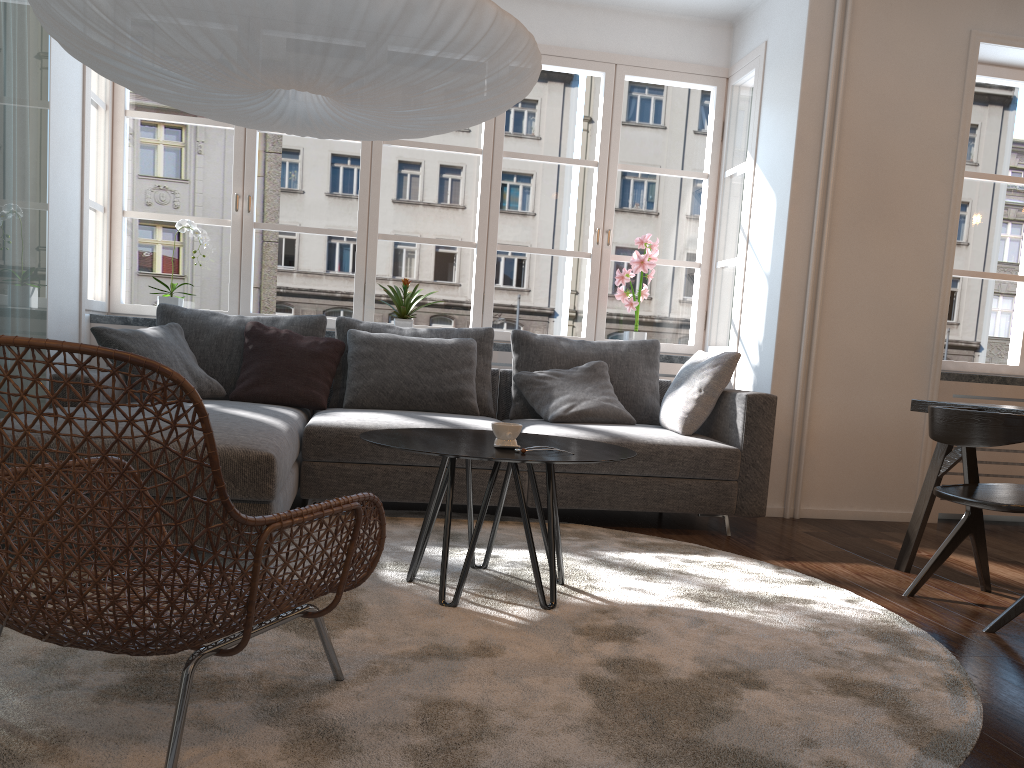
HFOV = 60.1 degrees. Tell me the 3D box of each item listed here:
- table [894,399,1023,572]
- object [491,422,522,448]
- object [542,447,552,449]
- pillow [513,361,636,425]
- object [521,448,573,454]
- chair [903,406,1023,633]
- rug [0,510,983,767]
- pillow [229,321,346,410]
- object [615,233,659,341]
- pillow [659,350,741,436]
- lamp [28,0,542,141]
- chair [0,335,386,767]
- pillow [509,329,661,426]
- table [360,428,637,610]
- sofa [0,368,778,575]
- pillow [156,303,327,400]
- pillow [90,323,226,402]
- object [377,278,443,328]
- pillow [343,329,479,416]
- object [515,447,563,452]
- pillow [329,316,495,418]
[{"bbox_3d":[2.302,0.486,2.413,1.107,0.683,2.485,3,2,-10],"label":"table"},{"bbox_3d":[-0.018,0.152,2.578,0.091,0.069,0.138,4,3,2],"label":"object"},{"bbox_3d":[0.077,0.188,2.592,0.124,0.010,0.026,2,3,-43],"label":"object"},{"bbox_3d":[0.315,0.035,4.449,0.492,0.323,0.441,2,4,-28],"label":"pillow"},{"bbox_3d":[0.103,0.190,2.501,0.168,0.015,0.014,3,4,-23],"label":"object"},{"bbox_3d":[1.634,0.429,2.908,0.520,0.676,0.589,3,4,-11],"label":"chair"},{"bbox_3d":[-0.185,0.644,2.663,2.839,0.012,2.820,3,2,-30],"label":"rug"},{"bbox_3d":[-1.082,-0.091,4.286,0.521,0.406,0.309,3,4,-8],"label":"pillow"},{"bbox_3d":[0.726,-0.528,5.174,0.201,0.695,0.295,0,6,-31],"label":"object"},{"bbox_3d":[0.873,0.036,4.321,0.286,0.417,0.491,3,4,-11],"label":"pillow"},{"bbox_3d":[-0.647,-0.943,2.698,1.466,0.211,1.466,5,2,27],"label":"lamp"},{"bbox_3d":[-0.697,0.276,1.707,0.716,0.714,0.683,6,4,23],"label":"chair"},{"bbox_3d":[0.398,-0.026,4.700,0.837,0.480,0.273,3,5,-9],"label":"pillow"},{"bbox_3d":[-0.057,0.417,2.756,0.847,0.476,0.842,4,3,-8],"label":"table"},{"bbox_3d":[-0.328,0.270,3.737,3.069,0.676,2.027,4,2,-10],"label":"sofa"},{"bbox_3d":[-1.357,-0.137,4.393,0.836,0.481,0.273,3,5,-9],"label":"pillow"},{"bbox_3d":[-1.607,-0.106,4.050,0.345,0.362,0.514,6,4,29],"label":"pillow"},{"bbox_3d":[-0.574,-0.429,4.956,0.376,0.330,0.320,1,5,-35],"label":"object"},{"bbox_3d":[-0.495,-0.054,4.413,0.667,0.400,0.290,3,5,-10],"label":"pillow"},{"bbox_3d":[0.078,0.187,2.535,0.164,0.016,0.025,3,3,-35],"label":"object"},{"bbox_3d":[-0.502,-0.085,4.553,0.840,0.478,0.275,3,5,-9],"label":"pillow"}]
